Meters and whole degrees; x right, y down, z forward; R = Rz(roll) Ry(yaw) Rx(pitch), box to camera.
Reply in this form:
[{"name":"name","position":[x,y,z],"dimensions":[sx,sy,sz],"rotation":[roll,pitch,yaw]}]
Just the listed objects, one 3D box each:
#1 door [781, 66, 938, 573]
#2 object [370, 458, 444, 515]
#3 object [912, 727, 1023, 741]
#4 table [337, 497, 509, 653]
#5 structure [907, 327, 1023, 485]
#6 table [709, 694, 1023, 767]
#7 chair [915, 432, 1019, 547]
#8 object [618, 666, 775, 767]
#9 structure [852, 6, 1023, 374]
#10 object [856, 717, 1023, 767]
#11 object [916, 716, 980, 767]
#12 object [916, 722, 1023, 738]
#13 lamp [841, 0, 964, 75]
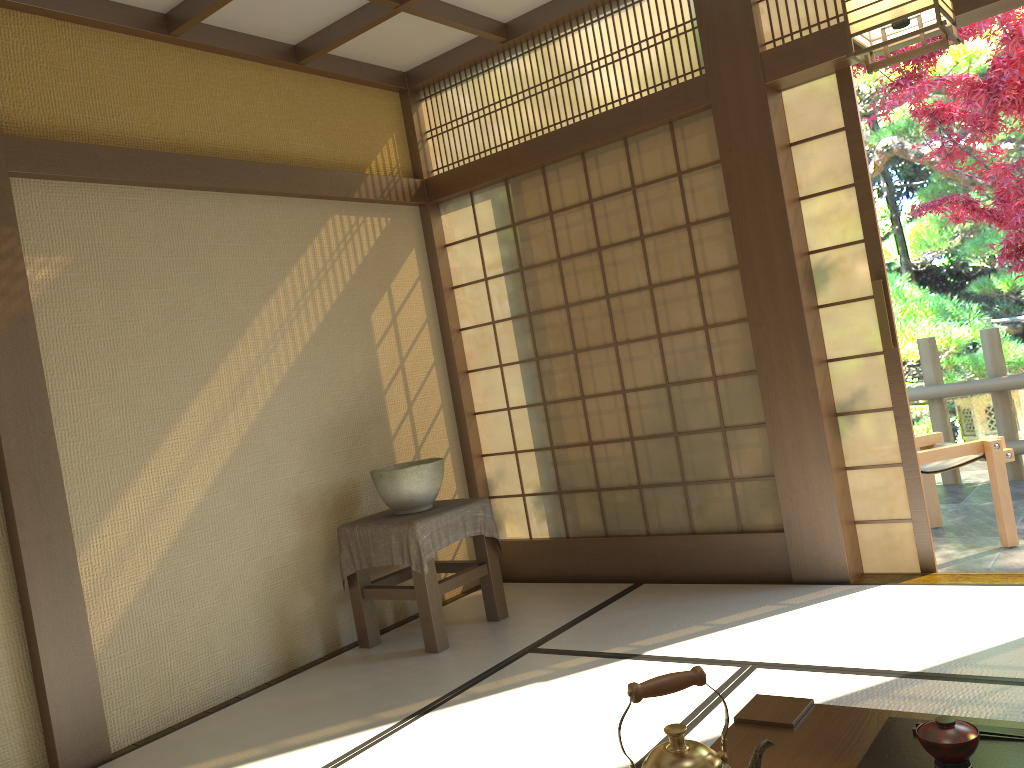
[{"name":"door","position":[0.913,-0.142,4.423],"dimensions":[1.894,2.380,0.073],"rotation":[-10,0,38]},{"name":"object","position":[-0.486,0.497,4.252],"dimensions":[0.358,0.230,0.357],"rotation":[-10,0,7]},{"name":"object","position":[0.843,0.644,1.630],"dimensions":[0.200,0.008,0.008],"rotation":[-10,0,34]},{"name":"table","position":[-0.426,0.901,4.262],"dimensions":[0.633,0.595,0.629],"rotation":[-10,0,37]},{"name":"structure","position":[4.269,0.015,5.193],"dimensions":[7.456,1.136,0.245],"rotation":[-10,0,38]},{"name":"table","position":[0.668,0.855,1.287],"dimensions":[1.000,0.350,1.000],"rotation":[-10,0,38]},{"name":"chair","position":[2.135,0.556,4.698],"dimensions":[0.704,0.598,0.698],"rotation":[-10,0,-6]},{"name":"object","position":[0.276,0.605,1.405],"dimensions":[0.219,0.296,0.226],"rotation":[-10,0,32]},{"name":"structure","position":[3.909,-1.341,6.325],"dimensions":[3.045,4.004,3.412],"rotation":[-10,0,-20]},{"name":"object","position":[0.819,0.656,1.529],"dimensions":[0.400,0.007,0.300],"rotation":[-10,0,38]},{"name":"object","position":[0.757,0.620,1.535],"dimensions":[0.100,0.080,0.100],"rotation":[-10,0,38]},{"name":"object","position":[0.855,0.642,1.643],"dimensions":[0.200,0.008,0.008],"rotation":[-10,0,38]},{"name":"lamp","position":[0.937,-1.399,2.313],"dimensions":[0.240,1.129,0.240],"rotation":[-10,0,38]}]
